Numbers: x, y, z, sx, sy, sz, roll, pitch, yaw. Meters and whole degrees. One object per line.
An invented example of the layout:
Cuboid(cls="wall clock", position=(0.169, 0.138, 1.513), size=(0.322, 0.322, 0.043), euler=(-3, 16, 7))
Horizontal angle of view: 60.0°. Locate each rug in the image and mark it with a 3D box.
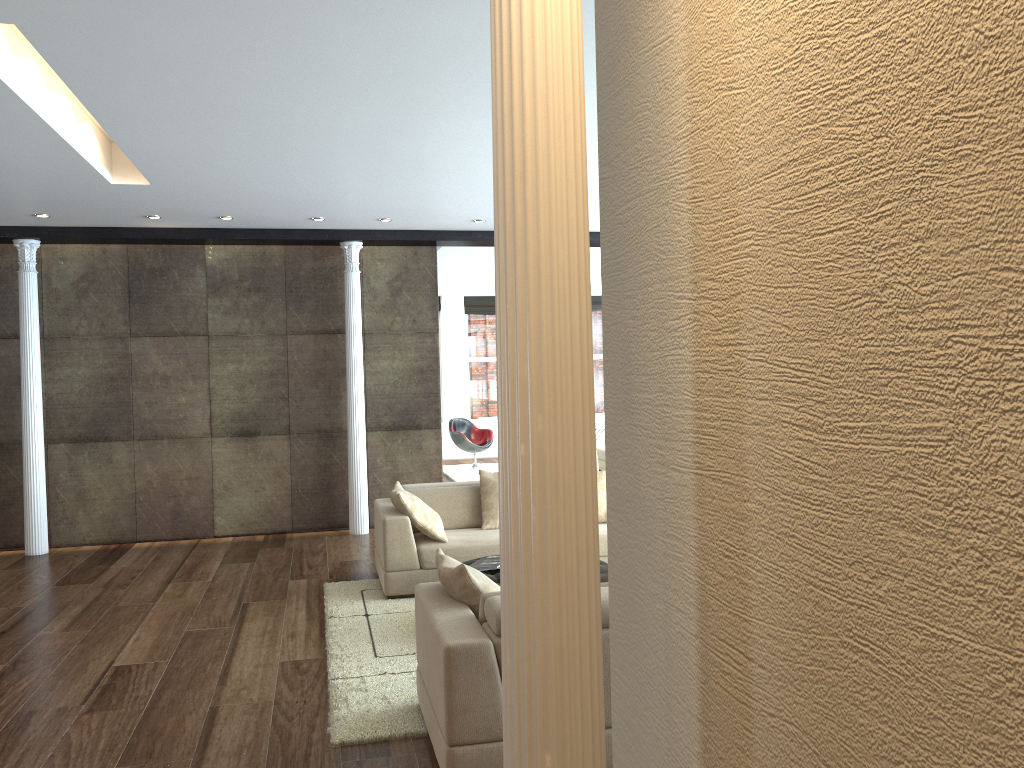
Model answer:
Cuboid(cls="rug", position=(0.978, 1.463, 5.675), size=(4.231, 0.020, 2.972), euler=(-2, 1, -12))
Cuboid(cls="rug", position=(0.609, 1.372, 13.227), size=(2.972, 0.020, 4.231), euler=(-2, 1, -12))

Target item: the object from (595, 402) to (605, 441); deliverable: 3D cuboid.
Cuboid(cls="object", position=(1.236, 0.815, 15.199), size=(1.119, 1.014, 1.125), euler=(-2, 1, -26))

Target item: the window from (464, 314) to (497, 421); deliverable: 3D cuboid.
Cuboid(cls="window", position=(-0.229, -0.443, 16.666), size=(1.420, 2.400, 0.123), euler=(-2, 1, -12))

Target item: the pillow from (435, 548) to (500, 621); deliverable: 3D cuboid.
Cuboid(cls="pillow", position=(-0.142, 0.941, 3.980), size=(0.395, 0.393, 0.518), euler=(-2, 1, -16))

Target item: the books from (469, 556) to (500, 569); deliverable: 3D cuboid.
Cuboid(cls="books", position=(-0.133, 1.120, 5.580), size=(0.220, 0.040, 0.301), euler=(-1, 1, 22))

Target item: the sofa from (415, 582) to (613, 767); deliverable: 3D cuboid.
Cuboid(cls="sofa", position=(0.900, 1.022, 3.982), size=(2.581, 0.950, 1.021), euler=(-2, 1, -12))

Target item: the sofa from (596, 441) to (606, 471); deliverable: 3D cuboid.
Cuboid(cls="sofa", position=(1.836, 0.872, 13.476), size=(1.018, 0.950, 2.581), euler=(-2, 1, -12))

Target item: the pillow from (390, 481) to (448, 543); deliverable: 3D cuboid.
Cuboid(cls="pillow", position=(-0.683, 0.922, 6.419), size=(0.395, 0.393, 0.518), euler=(-2, 1, -9))

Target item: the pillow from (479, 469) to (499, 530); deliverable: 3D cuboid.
Cuboid(cls="pillow", position=(0.007, 0.878, 6.815), size=(0.534, 0.439, 0.301), euler=(-2, 1, -9))

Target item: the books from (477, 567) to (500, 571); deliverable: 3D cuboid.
Cuboid(cls="books", position=(-0.109, 1.127, 5.570), size=(0.219, 0.031, 0.300), euler=(-1, 1, 3))

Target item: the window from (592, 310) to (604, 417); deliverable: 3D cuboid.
Cuboid(cls="window", position=(1.575, -0.494, 17.059), size=(1.474, 2.400, 0.123), euler=(-2, 1, -12))

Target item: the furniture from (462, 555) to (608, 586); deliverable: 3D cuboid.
Cuboid(cls="furniture", position=(0.118, 1.301, 5.459), size=(1.057, 0.355, 1.057), euler=(-2, 1, -11))

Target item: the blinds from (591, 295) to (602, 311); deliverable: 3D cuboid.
Cuboid(cls="blinds", position=(1.552, -1.548, 16.957), size=(1.442, 0.312, 0.155), euler=(-2, 1, -13))

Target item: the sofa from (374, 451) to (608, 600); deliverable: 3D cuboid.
Cuboid(cls="sofa", position=(0.261, 1.000, 6.859), size=(2.581, 0.950, 1.021), euler=(-2, 1, -13))

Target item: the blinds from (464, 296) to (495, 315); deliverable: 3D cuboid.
Cuboid(cls="blinds", position=(-0.235, -1.472, 16.561), size=(1.422, 0.363, 0.156), euler=(-2, 1, -12))

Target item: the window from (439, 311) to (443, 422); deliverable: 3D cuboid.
Cuboid(cls="window", position=(-2.005, -0.393, 16.272), size=(1.420, 2.400, 0.123), euler=(-2, 1, -12))

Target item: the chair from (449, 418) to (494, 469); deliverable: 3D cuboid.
Cuboid(cls="chair", position=(-0.666, 0.970, 14.623), size=(0.810, 0.818, 0.669), euler=(-2, 1, -33))

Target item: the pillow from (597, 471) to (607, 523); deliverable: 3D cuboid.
Cuboid(cls="pillow", position=(0.620, 0.871, 6.938), size=(0.519, 0.416, 0.368), euler=(-2, 1, -8))

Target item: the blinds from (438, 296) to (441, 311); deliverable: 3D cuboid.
Cuboid(cls="blinds", position=(-2.007, -1.450, 16.168), size=(1.412, 0.307, 0.156), euler=(-2, 1, -12))
